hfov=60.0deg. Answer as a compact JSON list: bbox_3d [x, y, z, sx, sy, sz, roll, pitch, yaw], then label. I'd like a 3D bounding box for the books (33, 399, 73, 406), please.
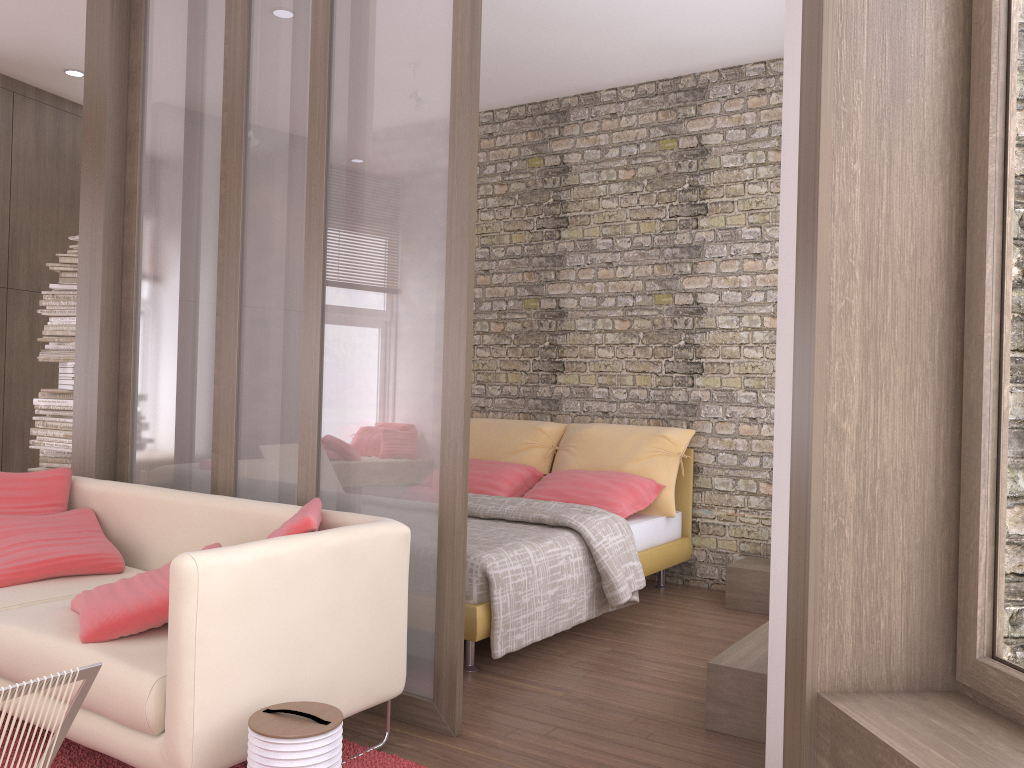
[{"bbox_3d":[-2.608,0.115,5.448,0.469,0.038,0.364,1,0,18],"label":"books"}]

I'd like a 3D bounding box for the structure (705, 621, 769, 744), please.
[{"bbox_3d":[1.563,-0.173,3.726,0.808,2.881,2.039,1,0,33],"label":"structure"}]

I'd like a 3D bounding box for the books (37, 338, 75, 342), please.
[{"bbox_3d":[-2.607,-0.260,5.447,0.467,0.020,0.283,2,0,8],"label":"books"}]

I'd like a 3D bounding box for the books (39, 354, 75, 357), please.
[{"bbox_3d":[-2.611,-0.164,5.450,0.432,0.013,0.288,2,0,8],"label":"books"}]

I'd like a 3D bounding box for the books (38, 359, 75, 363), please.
[{"bbox_3d":[-2.599,-0.135,5.430,0.469,0.015,0.267,2,0,8],"label":"books"}]

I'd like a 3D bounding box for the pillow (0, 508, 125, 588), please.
[{"bbox_3d":[-1.833,0.636,3.481,0.507,0.224,0.467,2,-1,-44],"label":"pillow"}]

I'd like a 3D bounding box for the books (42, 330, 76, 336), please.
[{"bbox_3d":[-2.619,-0.303,5.458,0.379,0.028,0.297,2,0,8],"label":"books"}]

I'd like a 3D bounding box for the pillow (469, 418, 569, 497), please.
[{"bbox_3d":[-0.102,0.509,6.150,1.019,0.527,0.355,1,0,33],"label":"pillow"}]

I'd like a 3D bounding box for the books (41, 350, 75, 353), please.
[{"bbox_3d":[-2.605,-0.190,5.451,0.412,0.011,0.308,2,0,8],"label":"books"}]

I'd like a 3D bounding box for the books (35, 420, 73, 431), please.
[{"bbox_3d":[-2.580,0.254,5.460,0.542,0.046,0.421,1,0,33],"label":"books"}]

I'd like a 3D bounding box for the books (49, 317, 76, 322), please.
[{"bbox_3d":[-2.584,-0.387,5.447,0.379,0.028,0.297,1,0,28],"label":"books"}]

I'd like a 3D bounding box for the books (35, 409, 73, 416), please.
[{"bbox_3d":[-2.600,0.176,5.459,0.469,0.028,0.368,1,0,18],"label":"books"}]

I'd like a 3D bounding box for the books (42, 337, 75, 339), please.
[{"bbox_3d":[-2.632,-0.275,5.453,0.368,0.009,0.262,2,0,8],"label":"books"}]

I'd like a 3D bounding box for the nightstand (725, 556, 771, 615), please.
[{"bbox_3d":[1.609,1.156,4.976,0.707,0.240,0.400,1,0,33],"label":"nightstand"}]

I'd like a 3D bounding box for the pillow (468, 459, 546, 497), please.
[{"bbox_3d":[-0.265,0.638,5.813,0.831,0.264,0.538,1,0,33],"label":"pillow"}]

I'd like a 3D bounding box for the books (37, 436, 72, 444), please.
[{"bbox_3d":[-2.542,0.339,5.421,0.566,0.025,0.423,1,0,33],"label":"books"}]

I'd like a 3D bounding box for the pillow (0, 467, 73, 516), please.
[{"bbox_3d":[-2.112,0.547,3.667,0.498,0.377,0.379,2,0,-22],"label":"pillow"}]

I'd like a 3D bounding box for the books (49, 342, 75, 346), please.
[{"bbox_3d":[-2.588,-0.239,5.451,0.388,0.020,0.287,1,0,28],"label":"books"}]

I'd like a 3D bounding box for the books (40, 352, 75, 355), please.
[{"bbox_3d":[-2.597,-0.177,5.441,0.446,0.012,0.291,2,0,8],"label":"books"}]

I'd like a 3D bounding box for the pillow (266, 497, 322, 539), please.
[{"bbox_3d":[-0.810,0.578,2.876,0.379,0.377,0.498,2,0,-7],"label":"pillow"}]

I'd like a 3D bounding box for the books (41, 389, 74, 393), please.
[{"bbox_3d":[-2.593,0.047,5.467,0.450,0.022,0.364,2,0,-7],"label":"books"}]

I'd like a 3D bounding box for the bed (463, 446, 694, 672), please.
[{"bbox_3d":[-0.241,0.794,5.062,2.219,0.861,2.360,1,0,33],"label":"bed"}]

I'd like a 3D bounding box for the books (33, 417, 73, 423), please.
[{"bbox_3d":[-2.608,0.219,5.450,0.510,0.020,0.399,1,0,33],"label":"books"}]

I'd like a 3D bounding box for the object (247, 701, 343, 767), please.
[{"bbox_3d":[-0.560,1.017,2.284,0.239,0.341,0.239,2,0,-25],"label":"object"}]

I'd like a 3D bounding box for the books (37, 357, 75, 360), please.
[{"bbox_3d":[-2.621,-0.151,5.451,0.444,0.015,0.279,2,0,8],"label":"books"}]

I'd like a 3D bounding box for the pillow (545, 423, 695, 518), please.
[{"bbox_3d":[0.641,0.536,5.655,1.021,0.557,0.366,1,0,33],"label":"pillow"}]

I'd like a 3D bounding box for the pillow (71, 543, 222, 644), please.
[{"bbox_3d":[-1.127,0.652,2.819,0.467,0.224,0.507,2,0,-29],"label":"pillow"}]

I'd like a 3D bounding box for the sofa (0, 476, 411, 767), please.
[{"bbox_3d":[-1.503,0.795,3.186,2.204,0.751,0.919,1,0,33],"label":"sofa"}]

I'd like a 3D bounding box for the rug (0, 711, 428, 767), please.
[{"bbox_3d":[-2.229,1.143,2.059,2.938,0.016,3.344,1,0,33],"label":"rug"}]

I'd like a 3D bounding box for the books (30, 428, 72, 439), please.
[{"bbox_3d":[-2.615,0.300,5.450,0.522,0.046,0.410,1,0,33],"label":"books"}]

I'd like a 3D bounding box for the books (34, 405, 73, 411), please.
[{"bbox_3d":[-2.606,0.147,5.424,0.442,0.025,0.346,1,0,18],"label":"books"}]

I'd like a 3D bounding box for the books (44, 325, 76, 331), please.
[{"bbox_3d":[-2.627,-0.335,5.468,0.379,0.039,0.297,1,0,28],"label":"books"}]

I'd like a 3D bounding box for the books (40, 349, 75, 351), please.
[{"bbox_3d":[-2.625,-0.200,5.465,0.395,0.007,0.308,2,0,8],"label":"books"}]

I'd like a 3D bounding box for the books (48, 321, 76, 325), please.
[{"bbox_3d":[-2.603,-0.363,5.463,0.388,0.020,0.287,1,0,28],"label":"books"}]

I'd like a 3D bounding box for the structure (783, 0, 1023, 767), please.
[{"bbox_3d":[0.905,-0.209,1.278,0.845,2.881,2.039,2,0,-7],"label":"structure"}]

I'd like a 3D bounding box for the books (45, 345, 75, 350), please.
[{"bbox_3d":[-2.610,-0.216,5.472,0.379,0.028,0.297,2,0,8],"label":"books"}]

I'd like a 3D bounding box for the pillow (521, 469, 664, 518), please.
[{"bbox_3d":[0.440,0.660,5.355,0.834,0.261,0.540,1,0,33],"label":"pillow"}]

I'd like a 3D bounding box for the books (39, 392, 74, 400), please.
[{"bbox_3d":[-2.565,0.077,5.447,0.518,0.038,0.341,1,0,18],"label":"books"}]

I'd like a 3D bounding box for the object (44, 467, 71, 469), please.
[{"bbox_3d":[-2.598,0.504,5.397,0.413,0.008,0.243,2,0,13],"label":"object"}]
